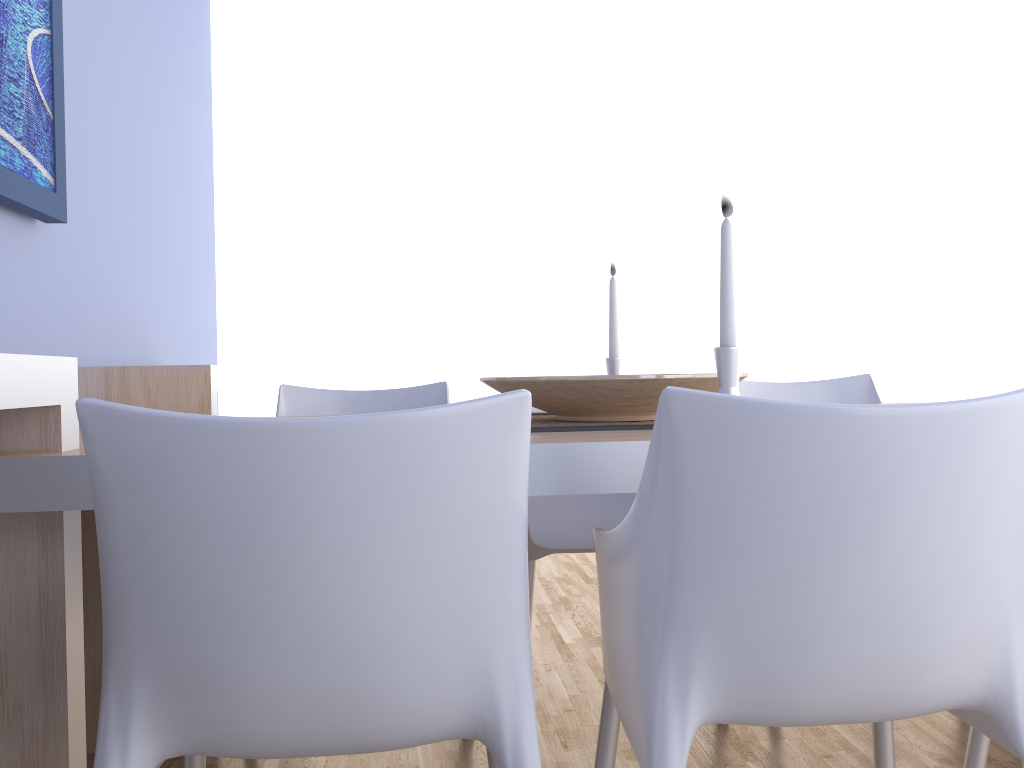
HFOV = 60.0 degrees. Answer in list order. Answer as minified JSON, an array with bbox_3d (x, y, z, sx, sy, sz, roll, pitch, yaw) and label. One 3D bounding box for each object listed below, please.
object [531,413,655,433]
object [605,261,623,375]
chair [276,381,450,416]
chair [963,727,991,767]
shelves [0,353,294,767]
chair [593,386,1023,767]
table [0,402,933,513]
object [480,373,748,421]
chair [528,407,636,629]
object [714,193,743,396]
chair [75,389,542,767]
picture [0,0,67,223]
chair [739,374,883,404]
[{"bbox_3d":[0.190,0.066,1.665,0.986,0.005,0.594,-1,1,-7],"label":"object"},{"bbox_3d":[0.235,-0.112,2.050,0.045,0.349,0.045,-1,1,-6],"label":"object"},{"bbox_3d":[-0.364,0.394,2.178,0.510,0.793,0.486,-1,1,-6],"label":"chair"},{"bbox_3d":[0.933,0.383,1.162,0.510,0.793,0.486,-1,1,-6],"label":"chair"},{"bbox_3d":[-0.817,0.388,1.279,0.463,0.840,3.901,-1,1,-6],"label":"shelves"},{"bbox_3d":[0.362,0.393,1.101,0.510,0.793,0.486,-1,1,-6],"label":"chair"},{"bbox_3d":[0.091,0.429,1.648,2.340,0.718,1.002,-1,1,-6],"label":"table"},{"bbox_3d":[0.187,0.024,1.660,0.493,0.081,0.493,-1,1,12],"label":"object"},{"bbox_3d":[0.221,0.383,2.240,0.510,0.793,0.486,-1,1,-5],"label":"chair"},{"bbox_3d":[0.315,-0.105,1.294,0.045,0.349,0.045,-1,1,36],"label":"object"},{"bbox_3d":[-0.209,0.404,1.041,0.510,0.793,0.486,-1,1,-6],"label":"chair"},{"bbox_3d":[-1.048,-0.835,1.527,0.049,0.901,1.252,-1,1,-6],"label":"picture"},{"bbox_3d":[0.813,0.372,2.302,0.510,0.793,0.486,-1,1,-6],"label":"chair"}]
